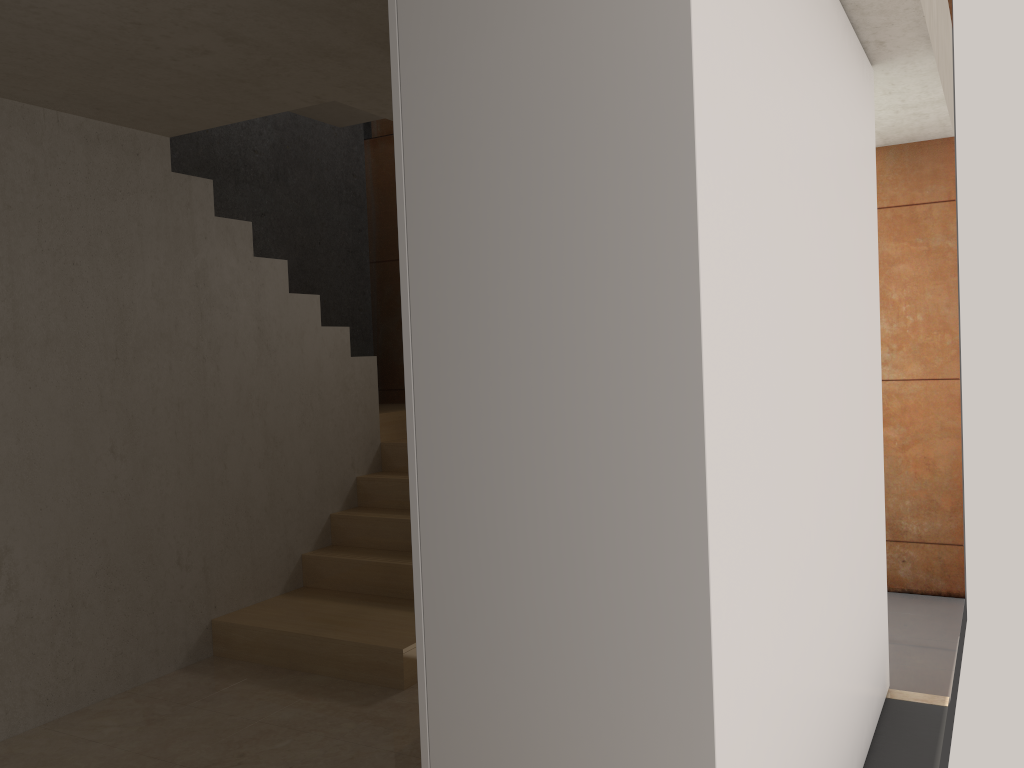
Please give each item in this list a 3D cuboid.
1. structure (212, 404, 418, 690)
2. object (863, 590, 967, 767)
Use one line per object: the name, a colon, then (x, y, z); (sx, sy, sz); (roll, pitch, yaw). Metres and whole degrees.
structure: (-0.750, 0.747, 5.289); (1.950, 1.110, 2.400); (-1, 2, 29)
object: (-0.765, 0.809, 3.355); (4.200, 1.455, 6.200); (-1, 2, 29)
